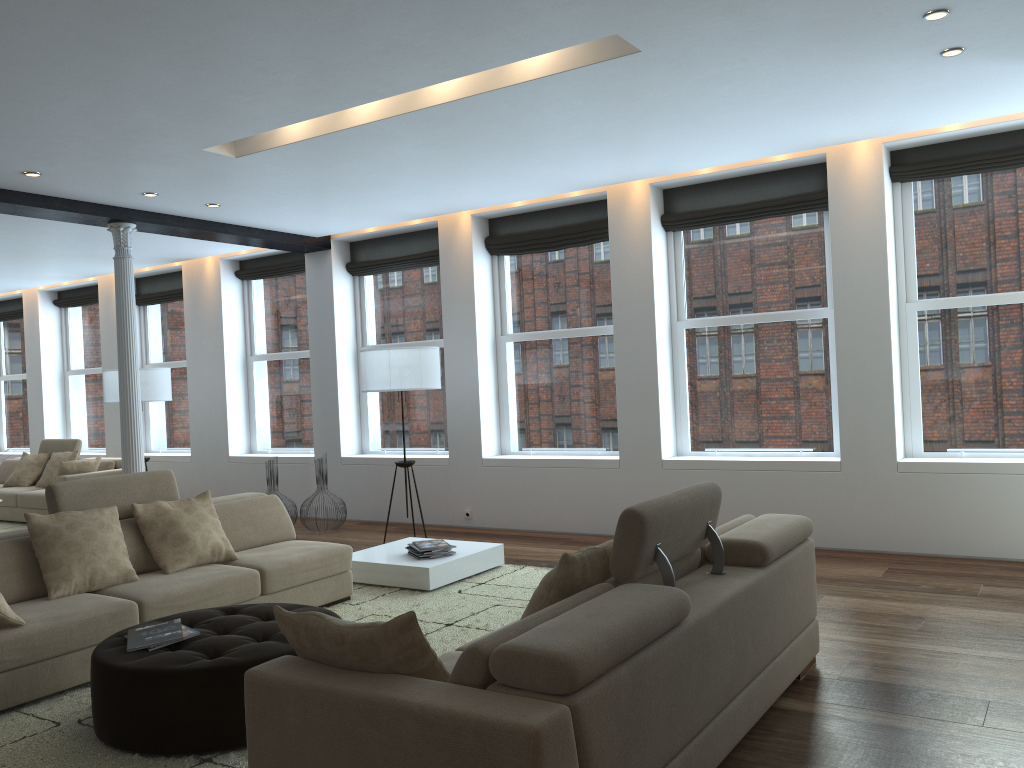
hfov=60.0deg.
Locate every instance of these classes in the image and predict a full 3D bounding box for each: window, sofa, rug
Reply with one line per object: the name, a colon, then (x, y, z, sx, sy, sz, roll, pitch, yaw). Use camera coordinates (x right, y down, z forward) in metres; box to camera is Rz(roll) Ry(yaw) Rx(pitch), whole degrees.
window: (-5.853, -0.159, 12.427, 1.444, 2.400, 0.123, -3, 0, 33)
window: (3.600, -0.592, 6.333, 1.563, 2.400, 0.123, -3, 0, 33)
window: (0.455, -0.448, 8.360, 1.442, 2.400, 0.123, -3, 0, 33)
window: (-9.187, 0.588, 21.924, 13.698, 17.917, 34.761, -3, 0, 33)
sofa: (-2.150, 1.006, 4.983, 1.021, 0.950, 2.581, -3, 0, 33)
rug: (-0.792, 1.408, 4.634, 2.972, 0.020, 4.231, -3, 0, 33)
sofa: (0.325, 0.893, 3.388, 1.021, 0.950, 2.581, -3, 0, 33)
window: (-2.609, -0.308, 10.336, 1.391, 2.400, 0.123, -3, 0, 33)
window: (-4.345, -0.228, 11.455, 1.345, 2.400, 0.123, -3, 0, 33)
window: (2.002, -0.519, 7.363, 1.443, 2.400, 0.123, -3, 0, 33)
sofa: (-5.683, 1.162, 10.796, 2.581, 0.950, 1.018, -3, 0, 33)
rug: (-6.362, 1.661, 9.743, 4.231, 0.020, 2.972, -3, 0, 33)
window: (-1.087, -0.378, 9.355, 1.432, 2.400, 0.123, -3, 0, 33)

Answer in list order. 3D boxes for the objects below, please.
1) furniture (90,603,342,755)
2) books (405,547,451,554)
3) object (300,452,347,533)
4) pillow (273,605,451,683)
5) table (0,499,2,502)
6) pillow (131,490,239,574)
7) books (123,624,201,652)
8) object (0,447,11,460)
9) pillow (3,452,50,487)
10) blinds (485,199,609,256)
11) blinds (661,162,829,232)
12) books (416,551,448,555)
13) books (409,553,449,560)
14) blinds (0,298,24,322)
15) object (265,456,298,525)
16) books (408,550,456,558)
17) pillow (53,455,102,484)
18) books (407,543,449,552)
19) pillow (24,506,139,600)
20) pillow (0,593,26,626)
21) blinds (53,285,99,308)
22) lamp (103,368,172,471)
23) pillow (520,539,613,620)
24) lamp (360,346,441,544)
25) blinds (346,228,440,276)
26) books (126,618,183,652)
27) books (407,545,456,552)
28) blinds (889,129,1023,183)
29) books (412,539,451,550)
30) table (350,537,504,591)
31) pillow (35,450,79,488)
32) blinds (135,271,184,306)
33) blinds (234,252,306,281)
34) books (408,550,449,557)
furniture: (-1.258, 1.245, 3.880, 1.057, 0.355, 1.057, -3, 0, 35)
books: (-0.597, 1.173, 6.316, 0.220, 0.010, 0.300, -3, 0, -32)
object: (-1.886, 1.072, 8.822, 0.458, 0.781, 0.458, -3, 0, 32)
pillow: (-0.417, 0.821, 2.656, 0.518, 0.393, 0.395, -3, 0, 29)
table: (-5.734, 1.427, 8.970, 1.022, 0.393, 1.022, -3, 0, -13)
pillow: (-1.956, 0.877, 5.295, 0.368, 0.416, 0.519, -3, 0, 37)
books: (-1.504, 1.078, 3.805, 0.219, 0.031, 0.300, -3, 0, -42)
object: (-7.322, 1.187, 11.599, 1.125, 1.014, 1.119, -3, 0, 19)
pillow: (-6.000, 1.057, 10.996, 0.519, 0.416, 0.368, -3, 0, 28)
blinds: (0.376, -1.453, 8.305, 1.439, 0.424, 0.156, -3, 0, 33)
blinds: (1.922, -1.531, 7.308, 1.442, 0.393, 0.156, -3, 0, 33)
books: (-0.574, 1.182, 6.326, 0.220, 0.010, 0.300, -3, 0, -7)
books: (-0.596, 1.212, 6.316, 0.220, 0.010, 0.300, -3, 0, -22)
blinds: (-7.459, -1.135, 13.355, 1.377, 0.327, 0.156, -3, 0, 33)
object: (-2.395, 1.096, 8.892, 0.458, 0.781, 0.458, -3, 0, 32)
books: (-0.573, 1.201, 6.326, 0.220, 0.010, 0.300, -3, 0, -37)
pillow: (-4.958, 1.022, 10.056, 0.395, 0.393, 0.518, -3, 0, 29)
books: (-0.598, 1.154, 6.316, 0.220, 0.010, 0.300, -3, 0, -22)
pillow: (-2.305, 0.884, 4.777, 0.301, 0.439, 0.534, -3, 0, 36)
pillow: (-2.515, 0.917, 4.009, 0.518, 0.393, 0.395, -3, 0, 36)
blinds: (-5.935, -1.231, 12.371, 1.442, 0.275, 0.156, -3, 0, 33)
lamp: (-4.132, 0.698, 9.873, 0.698, 1.728, 0.698, -3, 0, -33)
pillow: (0.193, 0.770, 3.167, 0.301, 0.439, 0.534, -3, 0, 29)
lamp: (-0.950, 0.553, 7.822, 0.698, 1.728, 0.698, -3, 0, -33)
blinds: (-1.177, -1.389, 9.288, 1.431, 0.395, 0.183, -3, 0, 33)
books: (-1.528, 1.072, 3.795, 0.220, 0.040, 0.301, -3, 0, -22)
books: (-0.574, 1.162, 6.326, 0.220, 0.010, 0.300, -3, 0, -42)
blinds: (3.518, -1.659, 6.278, 1.563, 0.275, 0.156, -3, 0, 33)
books: (-0.575, 1.143, 6.326, 0.220, 0.010, 0.300, -3, 0, -17)
table: (-0.680, 1.305, 6.482, 0.900, 0.170, 0.900, -3, 0, 33)
pillow: (-5.469, 1.022, 10.668, 0.534, 0.439, 0.301, -3, 0, 29)
blinds: (-4.427, -1.241, 11.401, 1.342, 0.393, 0.156, -3, 0, 33)
blinds: (-2.693, -1.379, 10.282, 1.396, 0.275, 0.156, -3, 0, 33)
books: (-0.596, 1.192, 6.316, 0.220, 0.010, 0.300, -3, 0, -22)
